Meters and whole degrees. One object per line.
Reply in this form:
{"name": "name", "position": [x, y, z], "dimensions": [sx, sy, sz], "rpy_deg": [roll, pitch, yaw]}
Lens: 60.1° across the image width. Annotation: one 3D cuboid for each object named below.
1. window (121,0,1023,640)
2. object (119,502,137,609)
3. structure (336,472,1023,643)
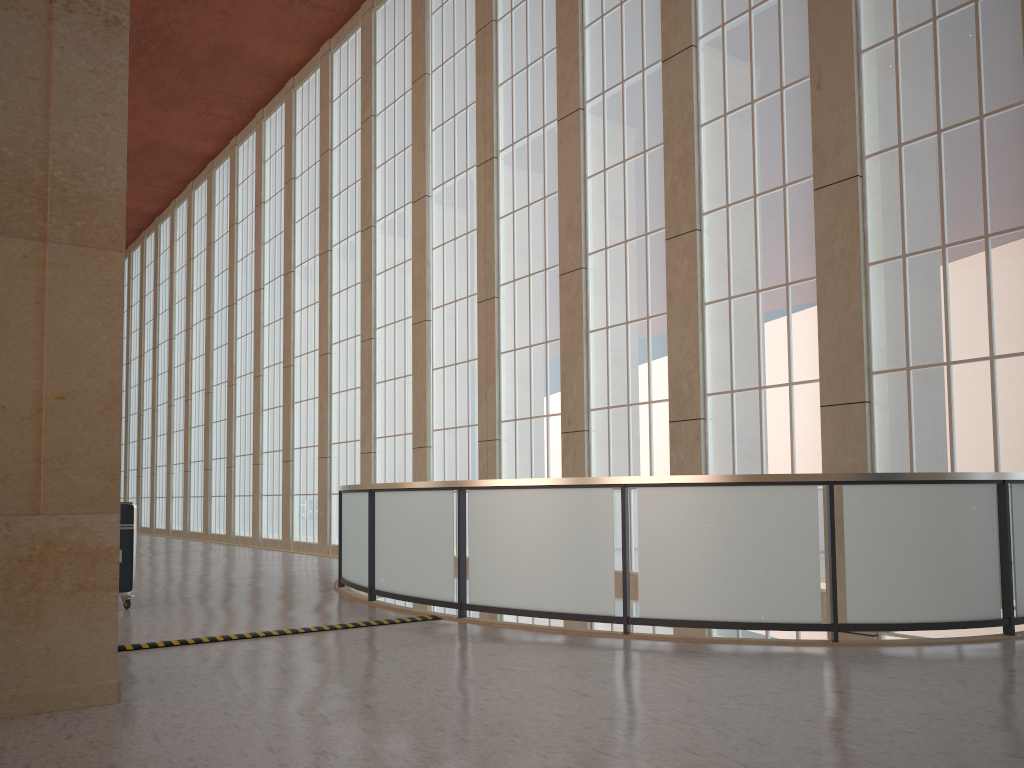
{"name": "window", "position": [-34.124, 7.563, 69.020], "dimensions": [0.010, 28.521, 165.537], "rpy_deg": [2, -7, -35]}
{"name": "object", "position": [-6.146, 2.482, 12.859], "dimensions": [1.057, 1.535, 1.277], "rpy_deg": [3, -6, -35]}
{"name": "structure", "position": [0.787, 2.394, 13.454], "dimensions": [13.116, 1.787, 5.259], "rpy_deg": [-7, -10, 44]}
